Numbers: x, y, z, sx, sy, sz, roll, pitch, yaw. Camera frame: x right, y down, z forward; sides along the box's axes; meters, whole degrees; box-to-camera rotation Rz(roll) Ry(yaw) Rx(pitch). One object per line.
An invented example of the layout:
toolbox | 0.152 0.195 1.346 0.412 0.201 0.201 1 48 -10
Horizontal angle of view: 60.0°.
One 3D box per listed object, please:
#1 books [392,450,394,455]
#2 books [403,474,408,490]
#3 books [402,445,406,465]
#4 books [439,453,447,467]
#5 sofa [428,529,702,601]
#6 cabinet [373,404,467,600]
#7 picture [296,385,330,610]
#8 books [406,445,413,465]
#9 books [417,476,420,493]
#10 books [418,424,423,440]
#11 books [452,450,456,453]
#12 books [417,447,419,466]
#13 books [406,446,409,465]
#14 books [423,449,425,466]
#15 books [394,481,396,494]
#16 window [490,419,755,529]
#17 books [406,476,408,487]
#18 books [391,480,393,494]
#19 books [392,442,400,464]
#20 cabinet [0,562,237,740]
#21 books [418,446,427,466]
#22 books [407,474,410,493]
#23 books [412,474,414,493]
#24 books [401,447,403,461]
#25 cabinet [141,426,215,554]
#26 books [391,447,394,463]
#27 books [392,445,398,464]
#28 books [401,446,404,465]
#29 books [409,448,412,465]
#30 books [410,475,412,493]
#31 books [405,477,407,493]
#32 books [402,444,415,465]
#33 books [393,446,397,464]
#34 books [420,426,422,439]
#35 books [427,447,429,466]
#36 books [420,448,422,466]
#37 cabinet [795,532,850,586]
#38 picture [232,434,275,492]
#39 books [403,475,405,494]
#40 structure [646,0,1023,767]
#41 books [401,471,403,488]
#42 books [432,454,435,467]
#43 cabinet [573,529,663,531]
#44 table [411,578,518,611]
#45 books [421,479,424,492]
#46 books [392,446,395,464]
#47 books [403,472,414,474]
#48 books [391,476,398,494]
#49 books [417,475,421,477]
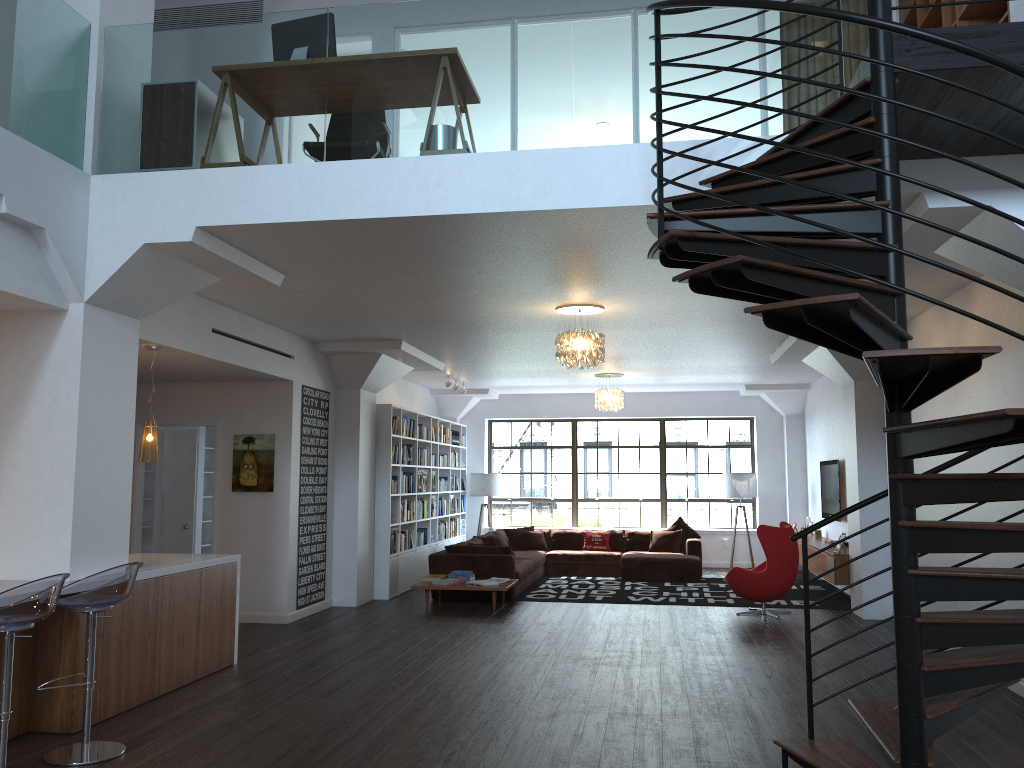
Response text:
books | -1.596 0.919 11.199 0.161 0.182 0.170 -1 -6 9
books | -1.497 1.344 11.945 0.182 0.253 0.034 -1 -6 9
books | -1.512 0.951 11.853 0.180 0.259 0.042 -1 -6 9
books | -1.119 1.222 14.210 0.140 0.231 0.042 -1 -6 9
sofa | 1.002 2.511 12.677 3.481 0.664 4.197 -1 -6 9
cabinet | -1.381 1.693 13.261 0.461 2.414 4.500 -1 -6 9
picture | -2.192 1.234 9.831 0.021 2.380 0.800 -1 -6 9
books | -1.459 0.979 12.228 0.198 0.284 0.049 -1 -6 9
books | -1.388 1.408 12.475 0.174 0.240 0.054 -1 -6 9
books | -1.357 0.691 12.770 0.140 0.231 0.042 -1 -6 9
books | -1.024 1.256 14.794 0.176 0.290 0.036 -1 -6 9
books | -1.394 1.017 12.438 0.182 0.253 0.034 -1 -6 9
books | -1.487 0.970 12.002 0.183 0.253 0.042 -1 -6 9
books | -1.345 1.061 12.804 0.170 0.245 0.057 -1 -6 9
books | -1.549 1.326 11.372 0.120 0.167 0.020 -1 -6 9
window | 1.891 1.594 15.735 4.648 1.905 0.114 -1 -6 9
books | -1.489 1.351 11.906 0.167 0.230 0.037 -1 -6 9
books | -1.577 1.304 11.228 0.128 0.178 0.022 -1 -6 9
books | -1.542 0.897 11.498 0.176 0.290 0.053 -1 -6 9
cabinet | -3.006 1.592 4.944 0.898 0.796 4.493 -1 -6 9
books | -1.327 1.053 12.933 0.176 0.290 0.053 -1 -6 9
books | -1.469 1.347 11.975 0.182 0.253 0.034 -1 -6 9
books | -1.436 1.366 12.145 0.182 0.253 0.034 -1 -6 9
books | -1.536 0.944 11.678 0.174 0.236 0.142 -1 -6 10
cabinet | -4.186 1.156 11.009 0.527 2.991 2.630 -1 -6 9
books | -1.589 0.910 11.278 0.161 0.218 0.101 -1 -6 9
books | -1.563 0.913 11.421 0.174 0.242 0.105 -1 -6 9
books | -1.521 0.945 11.767 0.183 0.253 0.042 -1 -6 9
books | -1.459 0.989 12.110 0.174 0.240 0.054 -1 -6 9
books | -1.451 1.365 12.073 0.174 0.239 0.045 -1 -6 9
books | -1.487 1.348 11.846 0.161 0.223 0.027 -1 -6 9
books | -1.434 0.982 12.276 0.176 0.291 0.053 -1 -6 9
books | -1.573 0.908 11.338 0.172 0.235 0.112 -1 -6 9
books | -1.366 0.697 12.685 0.146 0.202 0.027 -1 -6 9
books | -1.322 1.062 12.993 0.197 0.283 0.065 -1 -6 9
books | -1.372 1.036 12.610 0.182 0.253 0.034 -1 -6 9
cabinet | 4.256 2.351 12.275 0.459 0.350 4.501 -1 -6 9
picture | -2.711 0.828 9.297 0.450 0.600 0.030 -1 -6 9
books | -1.510 1.327 11.730 0.174 0.239 0.045 -1 -6 9
structure | 1.573 -0.322 3.660 1.998 4.352 1.998 4 -7 -30
books | -1.527 1.294 11.659 0.176 0.290 0.053 -1 -6 9
books | -1.238 1.157 13.430 0.139 0.191 0.036 -1 -6 9
cabinet | 1.805 2.792 15.064 1.520 0.625 0.350 -1 -6 9
table | -0.534 2.455 10.348 1.100 0.271 0.853 -1 -6 9
books | -1.350 1.450 12.702 0.161 0.207 0.135 -1 -6 9
books | -1.580 0.906 11.307 0.152 0.232 0.104 -1 -6 9
books | -1.436 1.354 12.210 0.176 0.294 0.102 -1 -6 9
books | -1.545 1.303 11.461 0.140 0.231 0.042 -1 -6 9
books | -1.380 1.413 12.588 0.183 0.253 0.042 -1 -6 9
